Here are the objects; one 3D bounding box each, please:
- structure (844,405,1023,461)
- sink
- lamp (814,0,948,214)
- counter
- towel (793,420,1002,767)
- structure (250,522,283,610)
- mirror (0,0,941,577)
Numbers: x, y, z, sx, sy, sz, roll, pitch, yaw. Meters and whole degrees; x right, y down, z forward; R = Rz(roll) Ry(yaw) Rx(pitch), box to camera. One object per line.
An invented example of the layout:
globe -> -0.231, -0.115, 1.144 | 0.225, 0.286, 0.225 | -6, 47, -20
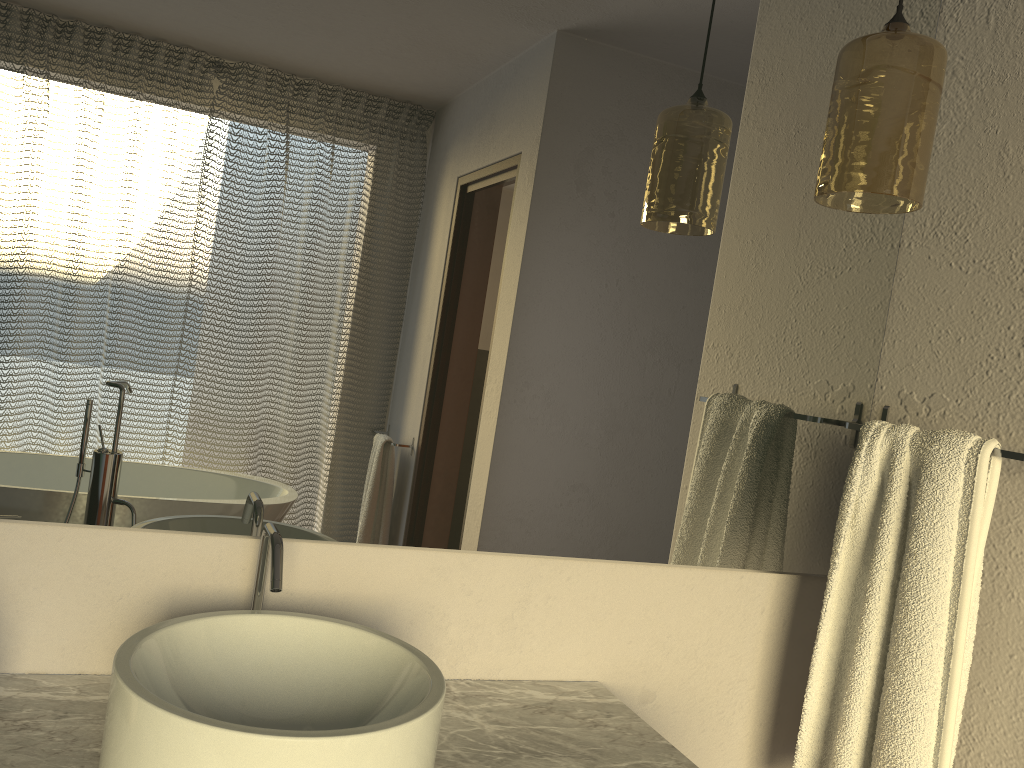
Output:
structure -> 0.669, 0.090, 1.348 | 0.101, 0.088, 0.375 | 8, 2, -23
sink -> -0.259, 0.372, 0.979 | 0.348, 0.131, 0.366 | 7, 3, -44
lamp -> 0.556, -0.677, 1.206 | 0.141, 0.867, 0.136 | 10, 2, 21
counter -> -0.785, 0.416, 0.777 | 2.222, 0.101, 0.597 | 8, 2, -21
towel -> 0.571, 0.378, 1.330 | 0.161, 0.636, 0.258 | 9, 2, -4
structure -> -0.339, 0.299, 1.121 | 0.065, 0.242, 0.167 | 8, 2, -19
mirror -> -1.187, -0.484, 0.853 | 4.013, 1.152, 0.017 | 8, 2, -21
